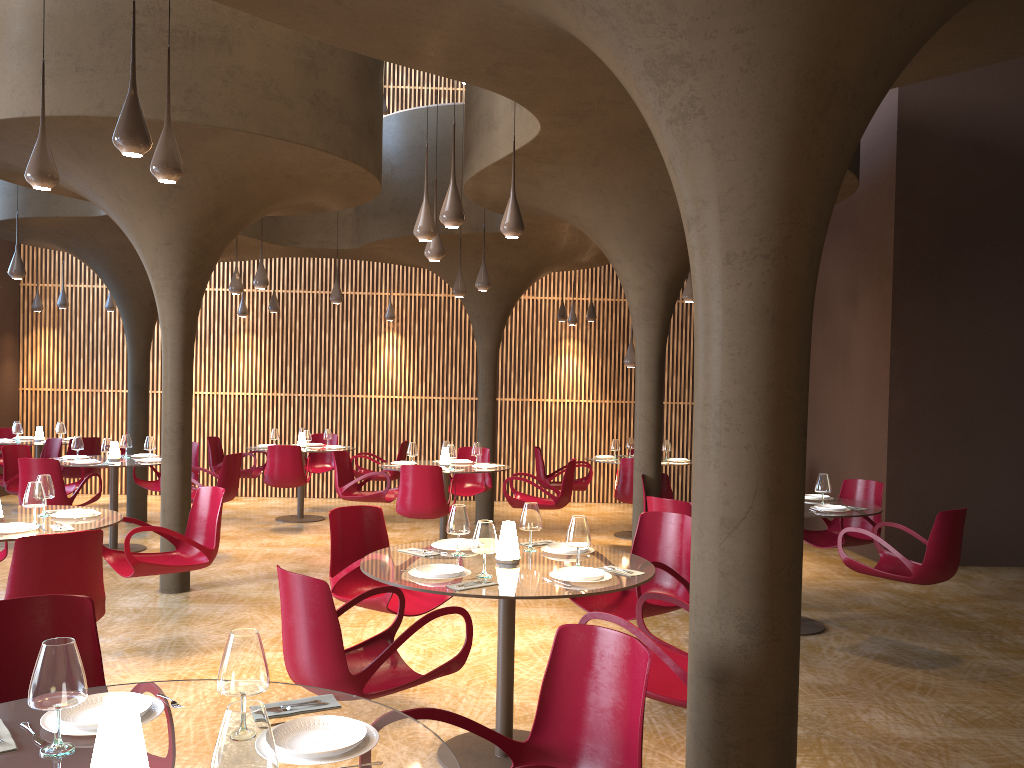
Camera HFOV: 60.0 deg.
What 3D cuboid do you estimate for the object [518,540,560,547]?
[{"bbox_3d":[0.177,1.027,5.703,0.262,0.017,0.126,1,0,-37],"label":"object"}]

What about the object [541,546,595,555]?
[{"bbox_3d":[0.343,1.022,5.450,0.332,0.014,0.332,1,0,2],"label":"object"}]

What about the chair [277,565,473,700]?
[{"bbox_3d":[-0.715,1.178,4.333,0.873,0.636,0.624,1,0,-42],"label":"chair"}]

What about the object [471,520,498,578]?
[{"bbox_3d":[-0.144,0.870,4.682,0.142,0.295,0.142,1,1,-8],"label":"object"}]

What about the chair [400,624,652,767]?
[{"bbox_3d":[0.036,1.187,2.883,0.873,0.636,0.624,1,0,-39],"label":"chair"}]

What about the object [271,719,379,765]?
[{"bbox_3d":[-0.534,0.986,2.446,0.331,0.014,0.332,1,0,29],"label":"object"}]

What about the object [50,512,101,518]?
[{"bbox_3d":[-3.162,0.950,6.432,0.332,0.014,0.332,1,0,21],"label":"object"}]

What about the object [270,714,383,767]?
[{"bbox_3d":[-0.531,0.988,2.443,0.204,0.012,0.410,1,0,-33],"label":"object"}]

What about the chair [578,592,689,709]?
[{"bbox_3d":[0.842,1.212,4.323,0.872,0.636,0.625,1,0,38],"label":"chair"}]

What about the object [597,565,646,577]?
[{"bbox_3d":[0.600,1.032,4.887,0.126,0.017,0.262,2,0,-42],"label":"object"}]

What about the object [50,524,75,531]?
[{"bbox_3d":[-2.998,0.958,5.909,0.126,0.017,0.262,1,0,-34],"label":"object"}]

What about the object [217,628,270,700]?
[{"bbox_3d":[-0.757,0.845,2.499,0.142,0.295,0.142,1,1,-18],"label":"object"}]

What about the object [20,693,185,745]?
[{"bbox_3d":[-1.195,0.974,2.607,0.411,0.012,0.204,2,0,-42],"label":"object"}]

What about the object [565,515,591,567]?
[{"bbox_3d":[0.368,0.883,4.929,0.142,0.295,0.142,2,1,24],"label":"object"}]

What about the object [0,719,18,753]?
[{"bbox_3d":[-1.447,0.973,2.431,0.126,0.017,0.262,1,0,-38],"label":"object"}]

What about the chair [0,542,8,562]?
[{"bbox_3d":[-4.330,1.113,6.867,0.625,0.636,0.872,1,0,-39],"label":"chair"}]

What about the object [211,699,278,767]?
[{"bbox_3d":[-0.581,0.845,1.927,0.142,0.295,0.142,1,1,-12],"label":"object"}]

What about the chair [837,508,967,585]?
[{"bbox_3d":[3.200,1.280,7.191,0.625,0.636,0.872,1,0,-40],"label":"chair"}]

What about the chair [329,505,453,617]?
[{"bbox_3d":[-0.841,1.184,5.968,0.872,0.636,0.625,1,0,43],"label":"chair"}]

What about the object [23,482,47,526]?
[{"bbox_3d":[-3.221,0.810,5.983,0.142,0.295,0.142,2,1,44],"label":"object"}]

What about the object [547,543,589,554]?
[{"bbox_3d":[0.343,1.012,5.450,0.263,0.029,0.263,1,0,-4],"label":"object"}]

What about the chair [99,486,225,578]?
[{"bbox_3d":[-2.690,1.149,6.914,0.873,0.636,0.624,1,0,-44],"label":"chair"}]

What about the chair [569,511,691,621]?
[{"bbox_3d":[0.847,1.221,5.963,0.624,0.636,0.873,2,0,43],"label":"chair"}]

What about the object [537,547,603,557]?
[{"bbox_3d":[0.346,1.023,5.447,0.204,0.012,0.410,2,0,-41],"label":"object"}]

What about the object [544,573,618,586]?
[{"bbox_3d":[0.361,1.019,4.695,0.204,0.012,0.411,1,0,44],"label":"object"}]

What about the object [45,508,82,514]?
[{"bbox_3d":[-3.357,0.955,6.664,0.262,0.017,0.126,2,0,-43],"label":"object"}]

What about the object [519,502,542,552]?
[{"bbox_3d":[0.114,0.880,5.470,0.142,0.295,0.142,2,1,30],"label":"object"}]

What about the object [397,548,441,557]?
[{"bbox_3d":[-0.559,1.009,5.308,0.262,0.017,0.126,1,0,44],"label":"object"}]

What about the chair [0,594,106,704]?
[{"bbox_3d":[-1.634,1.151,3.125,0.625,0.636,0.872,1,0,-39],"label":"chair"}]

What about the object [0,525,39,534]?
[{"bbox_3d":[-3.259,0.945,5.756,0.332,0.014,0.332,1,0,18],"label":"object"}]

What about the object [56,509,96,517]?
[{"bbox_3d":[-3.162,0.941,6.432,0.263,0.029,0.263,1,0,44],"label":"object"}]

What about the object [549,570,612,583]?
[{"bbox_3d":[0.364,1.018,4.698,0.332,0.014,0.332,1,0,22],"label":"object"}]

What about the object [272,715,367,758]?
[{"bbox_3d":[-0.533,0.977,2.446,0.263,0.029,0.263,1,0,-9],"label":"object"}]

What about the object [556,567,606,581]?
[{"bbox_3d":[0.364,1.009,4.698,0.263,0.029,0.263,1,0,19],"label":"object"}]

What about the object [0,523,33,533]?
[{"bbox_3d":[-3.259,0.935,5.756,0.263,0.029,0.263,1,0,-37],"label":"object"}]

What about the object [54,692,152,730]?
[{"bbox_3d":[-1.198,0.963,2.603,0.263,0.029,0.263,1,0,-32],"label":"object"}]

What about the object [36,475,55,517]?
[{"bbox_3d":[-3.392,0.808,6.425,0.142,0.295,0.142,1,1,12],"label":"object"}]

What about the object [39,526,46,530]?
[{"bbox_3d":[-3.262,0.946,5.753,0.411,0.012,0.204,2,0,-38],"label":"object"}]

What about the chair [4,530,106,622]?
[{"bbox_3d":[-2.780,1.138,5.228,0.625,0.636,0.872,1,0,-44],"label":"chair"}]

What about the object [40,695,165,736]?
[{"bbox_3d":[-1.198,0.973,2.604,0.332,0.014,0.332,1,0,17],"label":"object"}]

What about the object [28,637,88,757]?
[{"bbox_3d":[-1.213,0.834,2.368,0.142,0.295,0.142,1,1,6],"label":"object"}]

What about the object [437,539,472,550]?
[{"bbox_3d":[-0.337,0.998,5.513,0.263,0.029,0.263,1,0,34],"label":"object"}]

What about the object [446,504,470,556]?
[{"bbox_3d":[-0.319,0.870,5.277,0.142,0.295,0.142,1,1,-36],"label":"object"}]

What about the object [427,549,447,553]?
[{"bbox_3d":[-0.335,1.009,5.517,0.204,0.012,0.411,1,0,40],"label":"object"}]

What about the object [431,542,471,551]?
[{"bbox_3d":[-0.337,1.007,5.513,0.332,0.014,0.332,1,0,5],"label":"object"}]

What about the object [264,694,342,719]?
[{"bbox_3d":[-0.662,0.992,2.720,0.262,0.017,0.126,1,0,-29],"label":"object"}]

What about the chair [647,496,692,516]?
[{"bbox_3d":[1.526,1.244,7.410,0.873,0.636,0.624,1,0,-40],"label":"chair"}]

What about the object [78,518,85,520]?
[{"bbox_3d":[-3.159,0.952,6.429,0.410,0.012,0.204,1,0,42],"label":"object"}]
